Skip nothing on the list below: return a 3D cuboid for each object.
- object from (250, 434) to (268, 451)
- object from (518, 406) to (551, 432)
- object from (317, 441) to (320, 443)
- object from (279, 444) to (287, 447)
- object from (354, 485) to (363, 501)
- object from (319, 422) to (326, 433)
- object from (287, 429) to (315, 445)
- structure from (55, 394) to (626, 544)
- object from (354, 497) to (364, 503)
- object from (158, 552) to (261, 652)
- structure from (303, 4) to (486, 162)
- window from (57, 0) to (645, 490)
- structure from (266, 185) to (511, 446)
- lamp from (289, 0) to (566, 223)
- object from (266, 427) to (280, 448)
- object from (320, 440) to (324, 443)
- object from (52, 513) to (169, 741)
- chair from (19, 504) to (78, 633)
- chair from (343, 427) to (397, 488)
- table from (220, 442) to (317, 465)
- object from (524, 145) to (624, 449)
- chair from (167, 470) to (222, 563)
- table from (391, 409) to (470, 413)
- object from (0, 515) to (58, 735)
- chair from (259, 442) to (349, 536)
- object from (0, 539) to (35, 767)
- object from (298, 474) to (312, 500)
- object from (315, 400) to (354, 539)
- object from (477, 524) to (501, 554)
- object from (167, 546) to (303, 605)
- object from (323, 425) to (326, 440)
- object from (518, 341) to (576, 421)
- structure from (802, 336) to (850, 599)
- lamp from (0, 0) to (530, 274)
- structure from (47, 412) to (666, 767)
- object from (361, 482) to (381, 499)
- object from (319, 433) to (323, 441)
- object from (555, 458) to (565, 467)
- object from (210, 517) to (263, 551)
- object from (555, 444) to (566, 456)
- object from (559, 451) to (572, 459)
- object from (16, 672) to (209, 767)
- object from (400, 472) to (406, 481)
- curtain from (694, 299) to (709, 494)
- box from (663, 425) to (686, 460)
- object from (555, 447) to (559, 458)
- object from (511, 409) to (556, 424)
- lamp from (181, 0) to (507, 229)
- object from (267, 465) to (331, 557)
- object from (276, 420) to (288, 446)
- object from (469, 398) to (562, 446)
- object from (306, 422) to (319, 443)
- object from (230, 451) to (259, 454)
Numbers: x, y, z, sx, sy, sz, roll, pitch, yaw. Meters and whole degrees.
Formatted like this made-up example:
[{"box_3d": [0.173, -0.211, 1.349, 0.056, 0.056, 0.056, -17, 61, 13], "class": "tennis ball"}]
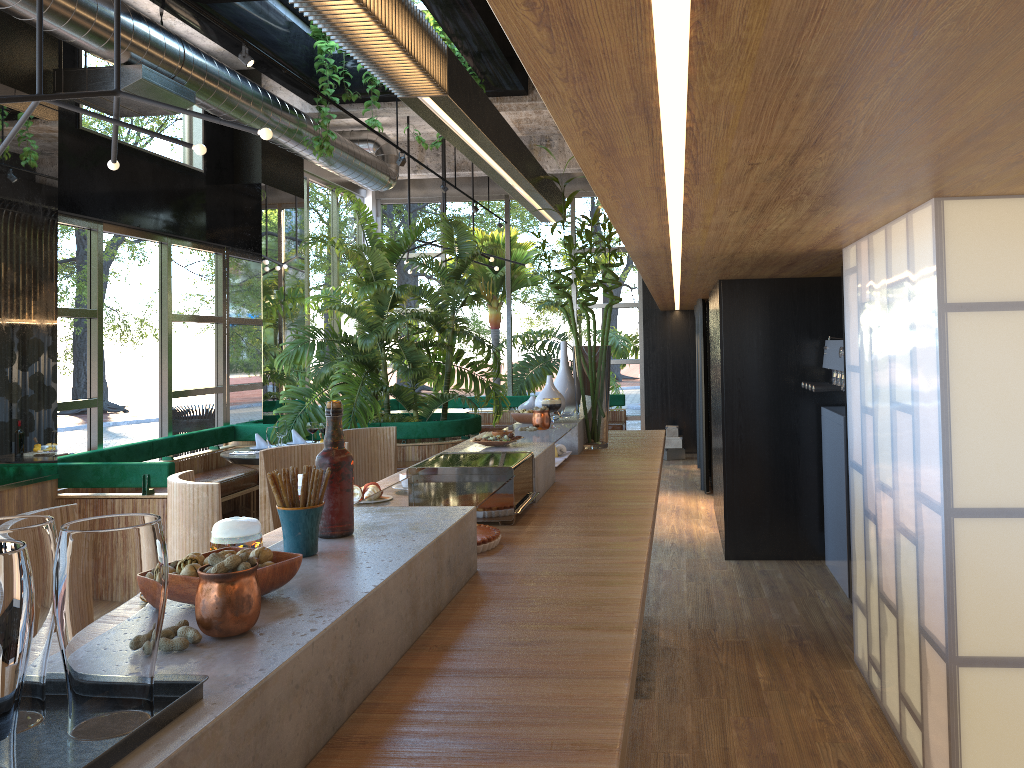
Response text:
[{"box_3d": [-2.070, 0.482, 7.422, 0.236, 0.139, 0.229, -1, 1, -8], "class": "object"}, {"box_3d": [0.100, 0.152, 3.936, 0.161, 0.107, 0.086, -2, 0, -36], "class": "object"}, {"box_3d": [-1.581, 0.498, 7.443, 0.192, 0.038, 0.064, 1, 2, 42], "class": "object"}, {"box_3d": [-2.022, 0.525, 7.668, 0.164, 0.019, 0.244, -3, 3, -31], "class": "object"}, {"box_3d": [-0.545, 0.375, 3.085, 0.061, 0.059, 0.074, -1, 1, -1], "class": "object"}, {"box_3d": [-1.596, 0.430, 7.580, 0.103, 0.201, 0.101, -1, -1, -3], "class": "object"}, {"box_3d": [-1.839, 0.464, 7.728, 0.236, 0.139, 0.229, -1, 1, -8], "class": "object"}, {"box_3d": [-0.953, 0.704, 2.843, 5.963, 1.549, 20.352, -1, 3, 10], "class": "structure"}, {"box_3d": [-0.507, 0.401, 3.088, 0.126, 0.005, 0.117, -3, 3, -42], "class": "object"}, {"box_3d": [-0.415, 0.284, 1.182, 0.161, 0.107, 0.086, -2, 0, -36], "class": "object"}, {"box_3d": [-0.920, -2.848, 8.278, 2.074, 1.517, 1.477, 0, 1, 37], "class": "structure"}, {"box_3d": [-2.094, -1.756, 3.023, 4.094, 6.494, 20.603, -1, 2, 11], "class": "window"}, {"box_3d": [-1.241, -0.479, 9.705, 2.462, 3.439, 2.636, -1, 0, -7], "class": "structure"}, {"box_3d": [0.852, -1.902, 2.010, 4.961, 2.133, 6.772, -1, 2, 3], "class": "lamp"}, {"box_3d": [-1.919, 0.452, 7.136, 0.100, 0.209, 0.110, -2, -1, 43], "class": "object"}, {"box_3d": [-1.572, 0.489, 7.339, 0.098, 0.064, 0.164, -2, 2, -20], "class": "object"}, {"box_3d": [-0.411, 0.246, 0.913, 0.110, 0.209, 0.100, 0, -1, -37], "class": "object"}, {"box_3d": [-1.161, 0.860, 2.564, 0.571, 0.970, 0.523, -1, -1, -32], "class": "chair"}, {"box_3d": [-0.731, 0.748, 4.930, 0.533, 0.970, 0.561, -1, -1, 18], "class": "chair"}, {"box_3d": [-1.816, 0.920, 7.344, 1.140, 0.751, 1.060, -2, 1, -23], "class": "table"}, {"box_3d": [0.371, -0.449, 4.530, 0.613, 1.551, 0.641, 0, -2, -43], "class": "object"}, {"box_3d": [-1.006, 0.822, 3.376, 0.524, 0.970, 0.570, -2, -1, 32], "class": "chair"}, {"box_3d": [-1.081, 0.733, 11.275, 1.124, 0.751, 1.076, -1, 1, -12], "class": "table"}, {"box_3d": [-0.526, 0.249, 0.916, 0.110, 0.209, 0.100, 0, -1, -37], "class": "object"}, {"box_3d": [-0.883, 0.786, 4.124, 0.563, 0.970, 0.531, -1, -1, -17], "class": "chair"}, {"box_3d": [-0.487, 0.253, 0.790, 0.100, 0.209, 0.110, -2, -1, 43], "class": "object"}, {"box_3d": [-0.491, 0.332, 2.138, 0.071, 0.232, 0.078, -2, -2, 41], "class": "object"}, {"box_3d": [-0.363, 0.171, 1.819, 0.071, 0.277, 0.078, -3, -2, 44], "class": "object"}, {"box_3d": [-0.178, 0.414, 2.369, 0.285, 0.037, 0.313, 1, 3, 37], "class": "object"}, {"box_3d": [-0.436, 0.292, 1.394, 0.187, 0.073, 0.234, 0, 2, 28], "class": "object"}, {"box_3d": [-1.493, 0.395, 7.200, 0.066, 0.299, 0.071, -2, -2, 25], "class": "object"}, {"box_3d": [0.217, -0.020, 4.550, 0.330, 0.398, 0.305, -1, 0, -33], "class": "object"}, {"box_3d": [2.227, 0.479, 5.803, 0.543, 1.595, 0.848, -1, -1, 9], "class": "structure"}, {"box_3d": [-0.754, -2.067, 3.153, 5.030, 1.823, 19.127, -1, 3, 10], "class": "lamp"}, {"box_3d": [1.244, 0.615, 1.740, 5.783, 1.730, 7.209, -1, 2, 9], "class": "structure"}, {"box_3d": [-0.491, 0.374, 3.095, 0.072, 0.060, 0.126, -1, 2, -22], "class": "object"}, {"box_3d": [-1.617, 0.464, 7.252, 0.142, 0.124, 0.098, -1, 0, -11], "class": "object"}, {"box_3d": [0.095, 0.349, 3.867, 0.241, 0.017, 0.247, -1, 3, 9], "class": "object"}, {"box_3d": [-0.592, 0.374, 1.925, 0.111, 0.172, 0.137, -1, 0, 3], "class": "object"}, {"box_3d": [0.191, 0.310, 4.192, 0.140, 0.057, 0.068, 0, 1, 25], "class": "object"}, {"box_3d": [0.147, 0.336, 4.125, 0.242, 0.017, 0.246, -1, 3, 7], "class": "object"}, {"box_3d": [-0.511, 0.349, 0.794, 0.270, 0.018, 0.443, -1, 3, 9], "class": "object"}, {"box_3d": [-0.345, 0.357, 3.268, 0.135, 0.064, 0.109, -2, 1, -13], "class": "object"}, {"box_3d": [2.298, 0.026, 10.801, 0.120, 2.059, 3.313, -1, 1, 11], "class": "curtain"}, {"box_3d": [2.163, 0.787, 11.979, 0.334, 0.442, 0.278, -1, -1, -3], "class": "box"}, {"box_3d": [0.149, 0.310, 4.114, 0.134, 0.068, 0.135, -1, 2, 8], "class": "object"}, {"box_3d": [0.109, 0.152, 4.310, 0.187, 0.073, 0.234, 0, 2, 28], "class": "object"}, {"box_3d": [-0.947, -2.415, 7.528, 3.754, 1.531, 10.131, -1, 2, 7], "class": "lamp"}, {"box_3d": [-0.398, 0.236, 1.651, 0.103, 0.162, 0.107, -2, -1, 43], "class": "object"}, {"box_3d": [-1.896, 0.425, 7.305, 0.094, 0.245, 0.091, -1, -1, -9], "class": "object"}, {"box_3d": [0.017, 0.151, 3.686, 0.206, 0.134, 0.820, -1, 2, 17], "class": "object"}, {"box_3d": [-1.716, 0.430, 7.635, 0.103, 0.201, 0.101, -1, -1, -3], "class": "object"}, {"box_3d": [-2.128, 0.550, 7.165, 0.252, 0.019, 0.159, -1, 2, 7], "class": "object"}]
